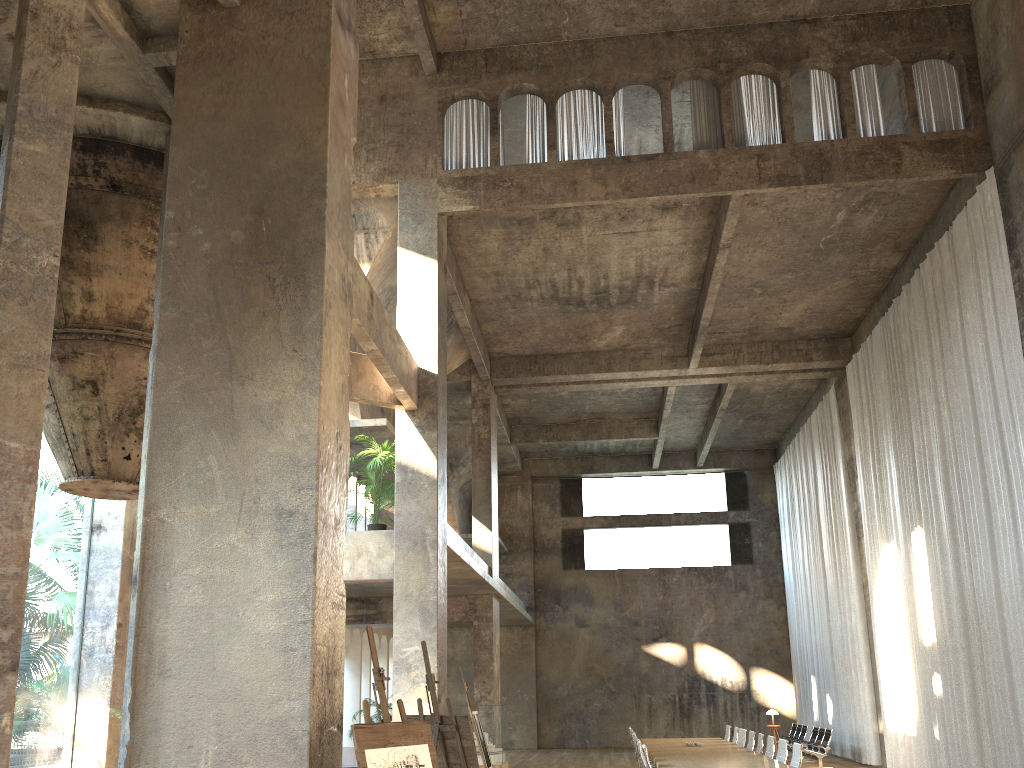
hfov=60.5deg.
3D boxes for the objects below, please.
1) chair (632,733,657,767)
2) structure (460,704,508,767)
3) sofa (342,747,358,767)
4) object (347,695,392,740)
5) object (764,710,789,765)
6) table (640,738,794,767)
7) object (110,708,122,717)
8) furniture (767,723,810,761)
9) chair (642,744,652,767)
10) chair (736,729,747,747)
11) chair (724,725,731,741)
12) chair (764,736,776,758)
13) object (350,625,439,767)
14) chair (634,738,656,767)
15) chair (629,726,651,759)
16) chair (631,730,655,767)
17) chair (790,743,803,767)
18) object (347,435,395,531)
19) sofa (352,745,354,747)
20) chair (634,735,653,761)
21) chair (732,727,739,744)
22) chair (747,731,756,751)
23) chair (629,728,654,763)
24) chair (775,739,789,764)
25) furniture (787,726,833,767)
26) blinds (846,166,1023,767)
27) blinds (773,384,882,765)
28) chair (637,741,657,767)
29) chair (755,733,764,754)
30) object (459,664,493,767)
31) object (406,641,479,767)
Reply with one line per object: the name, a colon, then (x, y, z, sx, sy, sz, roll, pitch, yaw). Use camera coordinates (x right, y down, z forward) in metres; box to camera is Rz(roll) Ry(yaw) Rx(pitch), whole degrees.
chair: (2.327, 6.314, 14.578, 0.701, 0.993, 0.685, -5, -15, 14)
structure: (-0.391, 5.430, 12.701, 0.595, 1.499, 0.766, -2, -14, 6)
sofa: (-3.013, 7.134, 16.207, 2.065, 0.699, 3.026, -3, -19, 5)
object: (-3.289, 8.562, 21.827, 1.404, 1.756, 1.398, -4, -16, 11)
object: (5.352, 7.416, 18.212, 0.578, 1.257, 0.670, -12, -18, 38)
table: (3.010, 6.241, 14.029, 1.602, 0.735, 7.972, -3, -19, 5)
object: (-5.086, 4.568, 11.945, 0.688, 0.910, 0.888, 0, -16, -3)
furniture: (6.930, 8.982, 22.089, 0.709, 0.815, 1.934, -3, -18, 5)
chair: (1.984, 5.104, 11.139, 0.700, 0.993, 0.686, -4, -15, 11)
chair: (3.816, 6.593, 15.440, 0.699, 0.993, 0.687, -2, -15, 5)
chair: (3.971, 7.183, 17.116, 0.700, 0.993, 0.686, -4, -15, 11)
chair: (3.537, 5.665, 12.802, 0.700, 0.993, 0.686, -4, -15, 11)
object: (-0.651, 2.455, 5.059, 0.691, 2.080, 0.716, -9, -16, 31)
chair: (2.124, 5.694, 12.816, 0.699, 0.993, 0.687, -2, -15, 5)
chair: (2.620, 7.259, 17.267, 0.700, 0.993, 0.686, -4, -15, 11)
chair: (2.420, 6.621, 15.452, 0.700, 0.993, 0.686, -4, -15, 11)
chair: (0.522, 5.204, 11.332, 12.957, 1.000, 32.557, -3, -20, 5)
object: (-2.033, 1.582, 13.802, 1.404, 1.752, 1.398, -4, -16, 11)
sofa: (-2.564, 8.572, 20.293, 2.068, 0.699, 1.107, -3, -18, 5)
chair: (2.230, 6.013, 13.722, 0.700, 0.993, 0.686, -4, -15, 11)
chair: (3.908, 6.886, 16.273, 0.701, 0.993, 0.685, -5, -15, 14)
chair: (3.728, 6.273, 14.532, 0.700, 0.993, 0.686, -4, -15, 11)
chair: (2.516, 6.935, 16.345, 0.700, 0.993, 0.686, -3, -15, 9)
chair: (3.441, 5.351, 11.910, 0.700, 0.993, 0.686, -3, -15, 9)
furniture: (6.674, 8.166, 19.767, 0.709, 0.815, 1.934, -3, -18, 5)
blinds: (7.107, 2.391, 14.935, 0.275, 8.372, 8.084, -2, -16, 6)
blinds: (8.036, 5.355, 23.366, 0.275, 8.372, 8.087, -2, -16, 5)
chair: (2.041, 5.401, 11.982, 0.701, 0.993, 0.685, -5, -15, 14)
chair: (3.630, 5.972, 13.676, 0.701, 0.993, 0.685, -5, -15, 14)
object: (-0.470, 4.867, 11.890, 0.685, 2.080, 0.723, -2, -13, 5)
object: (-0.554, 3.106, 6.906, 0.710, 2.080, 0.697, -11, -17, 37)
